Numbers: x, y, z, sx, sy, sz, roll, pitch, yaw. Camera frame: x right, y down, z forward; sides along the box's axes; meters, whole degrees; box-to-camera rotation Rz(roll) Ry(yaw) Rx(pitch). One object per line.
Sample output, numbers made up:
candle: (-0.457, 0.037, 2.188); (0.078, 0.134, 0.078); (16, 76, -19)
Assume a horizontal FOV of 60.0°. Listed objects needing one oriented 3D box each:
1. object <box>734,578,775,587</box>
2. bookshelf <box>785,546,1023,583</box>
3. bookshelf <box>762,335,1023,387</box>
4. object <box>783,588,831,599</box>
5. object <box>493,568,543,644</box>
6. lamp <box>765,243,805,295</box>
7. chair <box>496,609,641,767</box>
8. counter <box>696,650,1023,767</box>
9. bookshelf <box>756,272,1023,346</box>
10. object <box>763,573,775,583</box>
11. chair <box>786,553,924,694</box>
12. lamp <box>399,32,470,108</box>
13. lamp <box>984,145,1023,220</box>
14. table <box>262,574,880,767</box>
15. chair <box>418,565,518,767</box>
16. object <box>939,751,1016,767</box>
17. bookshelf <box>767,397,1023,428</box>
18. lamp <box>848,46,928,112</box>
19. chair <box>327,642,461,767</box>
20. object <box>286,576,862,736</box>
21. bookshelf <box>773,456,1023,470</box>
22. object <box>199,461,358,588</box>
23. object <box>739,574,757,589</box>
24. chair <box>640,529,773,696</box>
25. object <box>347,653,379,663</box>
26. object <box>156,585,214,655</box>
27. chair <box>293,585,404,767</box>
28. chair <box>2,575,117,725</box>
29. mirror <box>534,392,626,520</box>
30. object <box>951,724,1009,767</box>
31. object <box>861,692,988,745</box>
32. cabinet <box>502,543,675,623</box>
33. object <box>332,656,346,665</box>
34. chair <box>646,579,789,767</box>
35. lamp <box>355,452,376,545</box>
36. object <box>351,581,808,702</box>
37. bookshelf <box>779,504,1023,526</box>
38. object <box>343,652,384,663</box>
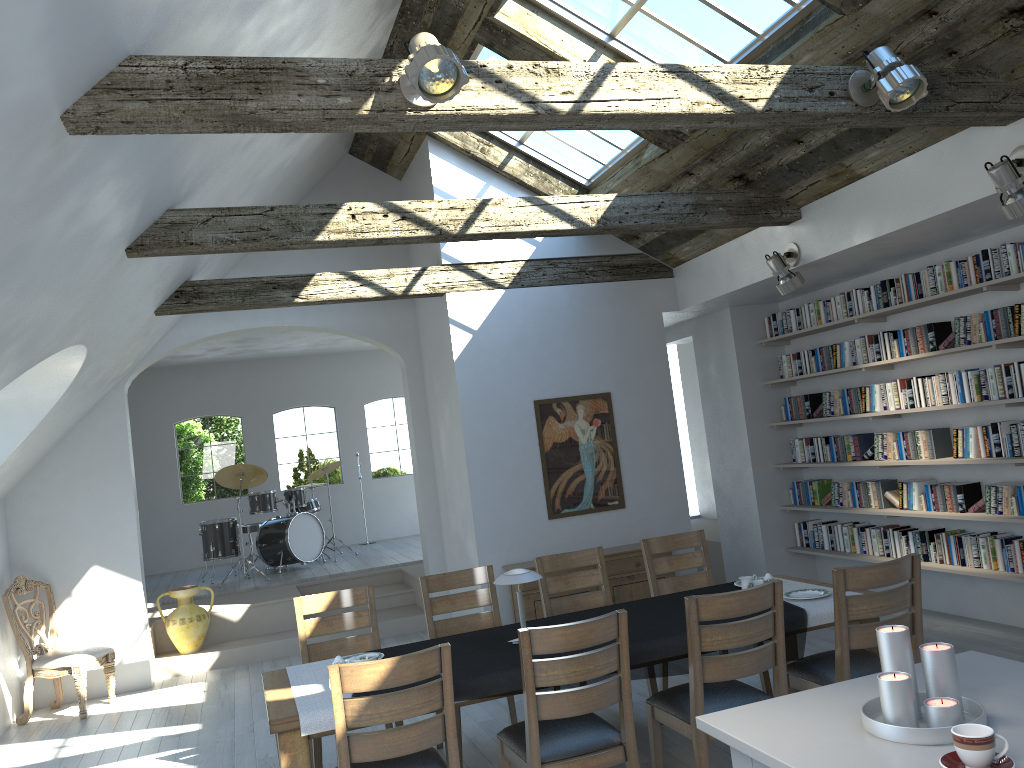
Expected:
object: (1.425, 1.164, 5.176); (0.250, 0.017, 0.253); (-6, -4, -18)
bookshelf: (3.901, 1.180, 4.714); (0.315, 0.070, 7.825); (-6, -4, -18)
bookshelf: (3.706, -0.386, 4.818); (0.315, 0.070, 7.825); (-6, -4, -18)
object: (1.556, 1.115, 4.689); (0.250, 0.017, 0.253); (-6, -4, -18)
object: (0.046, 1.112, 4.462); (0.251, 0.362, 0.251); (-7, -4, 5)
lamp: (2.022, -0.851, 6.580); (0.265, 0.386, 0.235); (-7, -4, 4)
chair: (0.231, 1.471, 3.779); (0.514, 1.006, 0.605); (-6, -4, -18)
counter: (1.231, 1.308, 2.238); (1.029, 0.879, 1.029); (-6, -4, -18)
bookshelf: (3.658, -0.778, 4.844); (0.315, 0.070, 7.825); (-6, -4, -18)
object: (1.447, 1.111, 4.990); (0.064, 0.092, 0.064); (-4, -5, -40)
chair: (1.642, 1.326, 4.237); (0.514, 1.006, 0.605); (-6, -4, -18)
lamp: (-0.313, -1.219, 3.419); (0.233, 0.311, 0.354); (-6, -4, -18)
lamp: (2.628, -1.055, 4.650); (0.265, 0.386, 0.235); (-7, -4, 4)
table: (0.369, 1.638, 4.511); (3.078, 0.737, 0.939); (-6, -4, -18)
chair: (-0.208, 1.618, 5.177); (0.514, 1.006, 0.605); (-6, -4, -18)
object: (1.043, 0.859, 1.988); (0.153, 0.024, 0.153); (-5, -4, -32)
bookshelf: (3.755, 0.006, 4.792); (0.315, 0.070, 7.825); (-6, -4, -18)
lamp: (1.738, -1.409, 4.089); (0.233, 0.323, 0.343); (-6, -4, -18)
chair: (-0.474, 1.543, 3.550); (0.514, 1.006, 0.605); (-6, -4, -18)
object: (0.343, 1.306, 4.542); (2.872, 0.077, 1.050); (-6, -4, -18)
bookshelf: (3.804, 0.397, 4.766); (0.315, 0.070, 7.825); (-6, -4, -18)
object: (-3.161, 1.695, 11.374); (1.465, 1.383, 2.354); (-9, -4, 26)
object: (1.320, 1.122, 4.959); (0.071, 0.098, 0.100); (-10, -5, 41)
chair: (1.203, 1.474, 5.635); (0.514, 1.006, 0.605); (-6, -4, -18)
object: (-0.686, 1.328, 4.190); (0.124, 0.081, 0.130); (-9, -4, 25)
object: (-3.067, 2.230, 8.379); (0.396, 0.605, 0.402); (-9, -4, 29)
chair: (-0.913, 1.691, 4.948); (0.514, 1.006, 0.605); (-6, -4, -18)
chair: (-3.699, 2.119, 7.269); (0.655, 1.159, 0.552); (-8, -4, 7)
mirror: (0.602, 0.627, 7.853); (0.736, 1.047, 0.009); (-6, -4, -18)
object: (1.046, 0.818, 1.985); (0.105, 0.084, 0.088); (-10, -5, 41)
object: (1.072, 0.869, 2.316); (0.297, 0.040, 0.297); (-9, -4, 22)
cabinet: (0.709, 1.811, 7.581); (1.481, 0.714, 0.383); (-6, -4, -18)
object: (-0.824, 1.342, 4.228); (0.064, 0.092, 0.064); (-7, -4, 1)
chair: (0.937, 1.399, 4.008); (0.514, 1.006, 0.605); (-6, -4, -18)
lamp: (-2.250, 1.706, 13.331); (0.232, 1.383, 0.238); (-6, -4, -18)
object: (0.355, 1.377, 4.542); (2.456, 0.227, 1.073); (-6, -4, -18)
bookshelf: (3.852, 0.789, 4.740); (0.315, 0.070, 7.825); (-6, -4, -18)
object: (-0.766, 1.387, 4.446); (0.250, 0.017, 0.253); (-6, -4, -18)
